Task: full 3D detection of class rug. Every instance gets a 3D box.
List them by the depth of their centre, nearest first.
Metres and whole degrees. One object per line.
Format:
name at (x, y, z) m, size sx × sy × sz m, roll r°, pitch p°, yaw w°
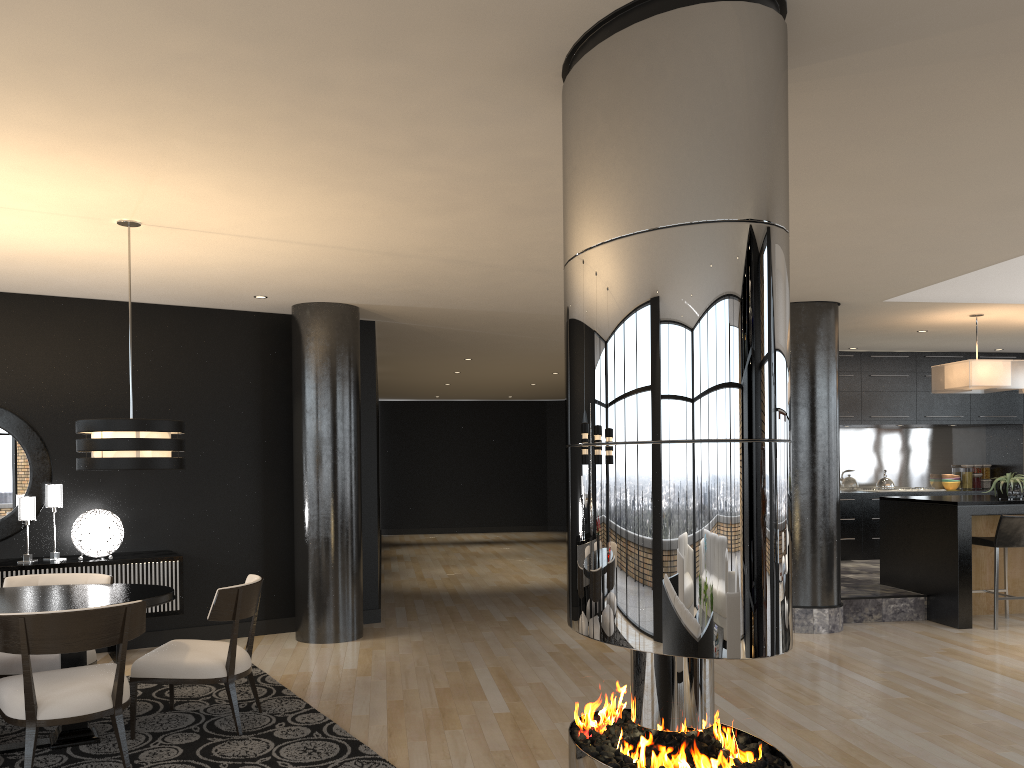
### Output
rug at (-2.805, 1.840, 4.281) m, size 3.723 × 0.011 × 2.726 m, roll 2°, pitch -6°, yaw -31°

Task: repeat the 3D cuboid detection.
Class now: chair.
chair at (-2.090, 1.423, 4.148) m, size 0.643 × 0.805 × 0.617 m, roll 1°, pitch -2°, yaw -38°
chair at (-1.683, 1.482, 4.850) m, size 0.616 × 0.805 × 0.644 m, roll -1°, pitch -2°, yaw -2°
chair at (-2.634, 1.503, 4.973) m, size 0.642 × 0.805 × 0.617 m, roll -1°, pitch -2°, yaw -2°
chair at (4.224, 1.589, 7.594) m, size 0.476 × 0.962 × 0.520 m, roll -1°, pitch -1°, yaw -8°

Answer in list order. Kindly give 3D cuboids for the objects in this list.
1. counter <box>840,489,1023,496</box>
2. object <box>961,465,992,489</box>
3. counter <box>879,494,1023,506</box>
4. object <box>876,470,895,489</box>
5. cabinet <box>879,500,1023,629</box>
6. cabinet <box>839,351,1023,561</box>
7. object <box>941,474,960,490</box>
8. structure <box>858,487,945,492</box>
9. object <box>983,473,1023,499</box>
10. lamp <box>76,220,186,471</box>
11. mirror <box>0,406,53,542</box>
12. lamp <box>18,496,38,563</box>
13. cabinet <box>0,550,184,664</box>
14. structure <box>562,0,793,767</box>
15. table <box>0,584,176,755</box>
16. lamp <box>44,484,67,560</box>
counter at (4.857, 1.357, 11.062) m, size 2.860 × 0.034 × 0.733 m, roll 0°, pitch -5°, yaw -8°
object at (6.028, 1.205, 11.462) m, size 0.365 × 0.315 × 0.114 m, roll 0°, pitch 0°, yaw -8°
counter at (5.185, 1.059, 8.199) m, size 3.114 × 0.032 × 1.184 m, roll 0°, pitch -5°, yaw -8°
object at (4.622, 1.176, 10.928) m, size 0.221 × 0.229 × 0.221 m, roll 0°, pitch -2°, yaw -16°
cabinet at (5.191, 1.593, 8.202) m, size 3.114 × 1.036 × 1.183 m, roll 0°, pitch -3°, yaw -8°
cabinet at (4.857, 0.899, 11.035) m, size 5.726 × 2.524 × 0.729 m, roll 0°, pitch 0°, yaw -8°
object at (5.661, 1.262, 11.384) m, size 0.205 × 0.205 × 0.185 m, roll 0°, pitch -2°, yaw -7°
structure at (4.859, 1.332, 11.042) m, size 0.900 × 0.066 × 0.522 m, roll 0°, pitch -5°, yaw -8°
object at (4.364, 0.898, 7.818) m, size 0.407 × 0.238 × 0.399 m, roll -2°, pitch -4°, yaw 16°
lamp at (-2.037, -0.204, 4.715) m, size 0.535 × 1.327 × 0.536 m, roll 0°, pitch -1°, yaw -32°
mirror at (-3.926, 0.649, 6.383) m, size 1.076 × 1.076 × 0.025 m, roll 1°, pitch 0°, yaw -31°
lamp at (-3.463, 1.037, 6.308) m, size 0.125 × 0.464 × 0.132 m, roll -1°, pitch 0°, yaw -8°
cabinet at (-3.560, 1.648, 6.265) m, size 2.238 × 0.765 × 0.612 m, roll 2°, pitch -3°, yaw -30°
structure at (0.503, 0.309, 2.808) m, size 0.586 × 2.738 × 0.893 m, roll -1°, pitch 0°, yaw -21°
table at (-2.748, 1.461, 4.299) m, size 2.106 × 0.767 × 1.213 m, roll 2°, pitch -4°, yaw -29°
lamp at (-3.343, 1.006, 6.448) m, size 0.132 × 0.549 × 0.125 m, roll -1°, pitch 0°, yaw 22°
